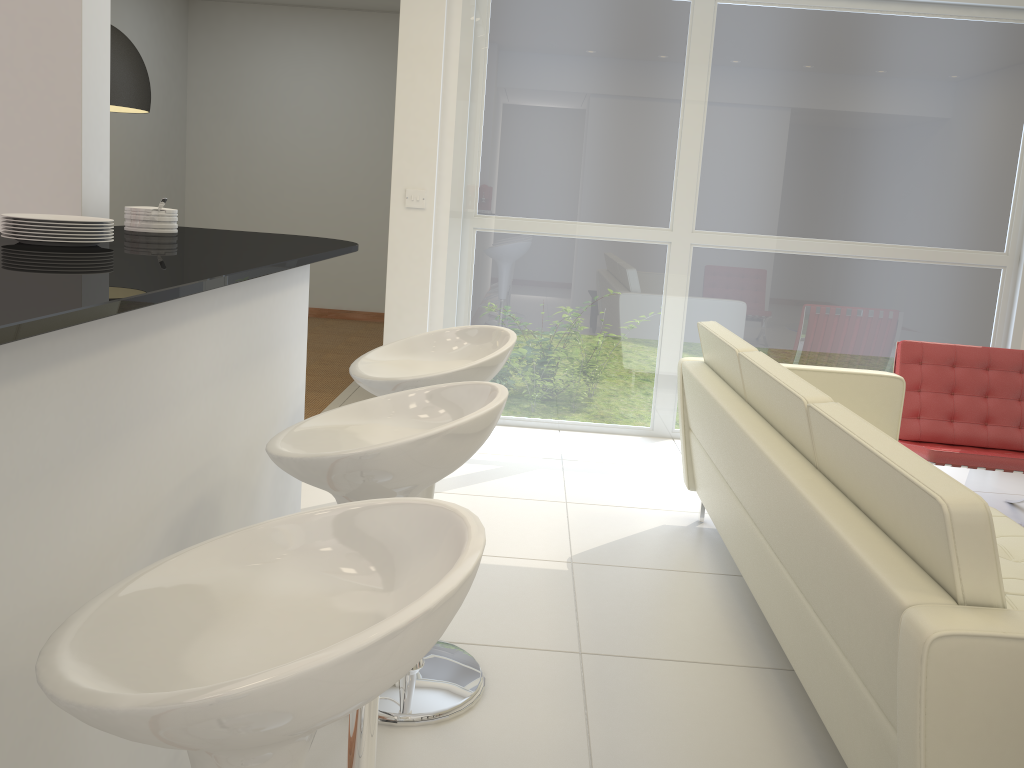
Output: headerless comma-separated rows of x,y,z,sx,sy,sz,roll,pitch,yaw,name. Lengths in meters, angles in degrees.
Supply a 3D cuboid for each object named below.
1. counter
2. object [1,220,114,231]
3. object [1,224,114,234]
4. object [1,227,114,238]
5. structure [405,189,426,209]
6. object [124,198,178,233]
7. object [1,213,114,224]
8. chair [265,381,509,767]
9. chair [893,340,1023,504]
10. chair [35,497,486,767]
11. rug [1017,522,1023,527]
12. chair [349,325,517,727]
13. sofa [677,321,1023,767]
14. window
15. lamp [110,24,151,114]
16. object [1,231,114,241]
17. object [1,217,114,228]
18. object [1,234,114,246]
-0.843,-0.179,1.373,0.735,0.019,2.993,4,12,1,counter
-0.946,-0.327,1.848,0.211,0.015,0.212,-7,16,-44,object
-0.946,-0.320,1.849,0.211,0.015,0.212,-7,16,-44,object
-0.947,-0.313,1.850,0.211,0.015,0.212,-7,16,-44,object
-0.559,-1.073,5.126,0.114,0.103,0.013,4,8,1,structure
-1.014,-0.477,2.478,0.140,0.097,0.175,3,11,-6,object
-0.945,-0.341,1.846,0.211,0.015,0.212,-7,16,-44,object
-0.273,0.497,1.725,0.465,1.012,0.460,6,9,12,chair
2.258,0.256,4.272,0.700,0.810,0.713,5,10,6,chair
-0.294,0.644,1.002,0.465,1.012,0.460,6,9,12,chair
2.312,1.001,2.656,2.443,0.004,3.360,5,12,2,rug
-0.255,0.349,2.451,0.464,1.012,0.461,2,9,-13,chair
1.174,0.441,2.706,1.000,0.914,2.590,4,11,1,sofa
1.349,-0.968,5.247,3.432,2.691,0.122,4,8,1,window
-2.175,-2.195,4.569,0.594,1.481,0.599,5,9,3,lamp
-0.947,-0.306,1.851,0.211,0.015,0.212,-7,16,-44,object
-0.945,-0.334,1.847,0.211,0.015,0.212,-7,16,-44,object
-0.948,-0.300,1.852,0.211,0.015,0.212,-7,16,-44,object
